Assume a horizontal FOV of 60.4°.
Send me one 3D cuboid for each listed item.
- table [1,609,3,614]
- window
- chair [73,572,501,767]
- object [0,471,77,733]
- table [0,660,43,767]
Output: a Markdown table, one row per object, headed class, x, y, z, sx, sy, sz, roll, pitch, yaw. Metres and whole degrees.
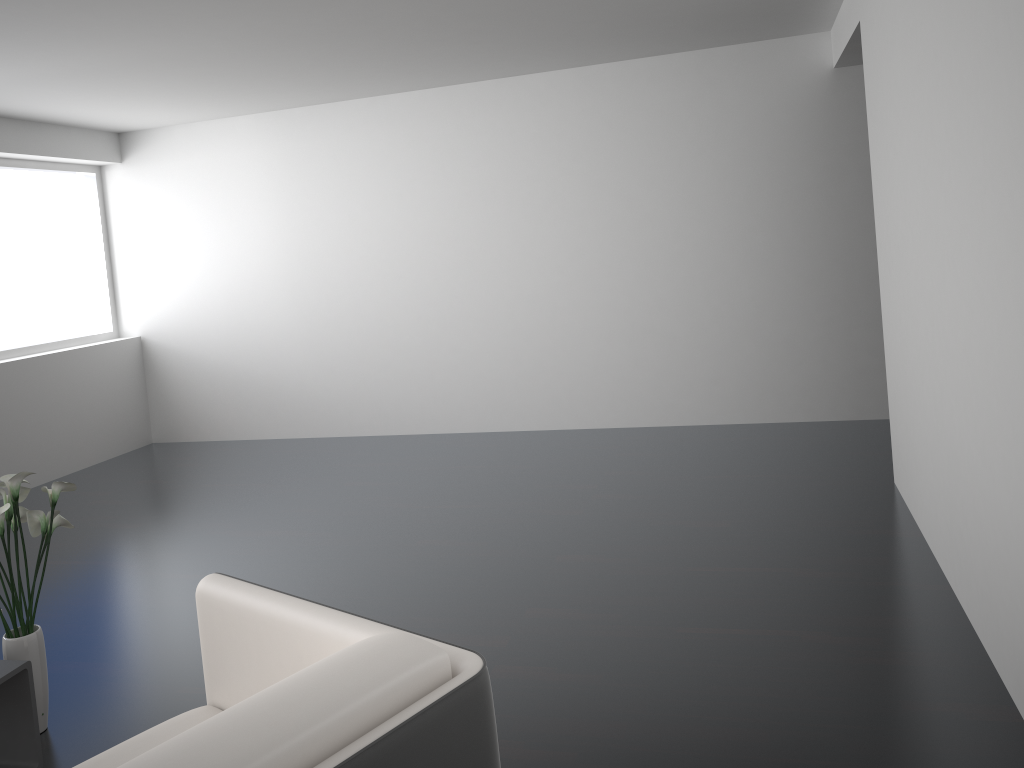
| class | x | y | z | sx | sy | sz | roll | pitch | yaw |
| --- | --- | --- | --- | --- | --- | --- | --- | --- | --- |
| table | -2.152 | 0.941 | 2.843 | 0.966 | 0.312 | 0.302 | -3 | 6 | 13 |
| window | -4.348 | -0.339 | 3.264 | 0.110 | 1.416 | 8.161 | -5 | 9 | 16 |
| chair | -0.576 | 0.796 | 1.494 | 0.918 | 0.656 | 0.776 | 1 | 9 | 40 |
| object | -1.579 | 0.661 | 2.750 | 0.378 | 0.792 | 0.450 | -5 | 4 | -1 |
| table | -1.977 | 0.985 | 2.476 | 1.255 | 0.312 | 0.302 | -3 | 6 | 14 |
